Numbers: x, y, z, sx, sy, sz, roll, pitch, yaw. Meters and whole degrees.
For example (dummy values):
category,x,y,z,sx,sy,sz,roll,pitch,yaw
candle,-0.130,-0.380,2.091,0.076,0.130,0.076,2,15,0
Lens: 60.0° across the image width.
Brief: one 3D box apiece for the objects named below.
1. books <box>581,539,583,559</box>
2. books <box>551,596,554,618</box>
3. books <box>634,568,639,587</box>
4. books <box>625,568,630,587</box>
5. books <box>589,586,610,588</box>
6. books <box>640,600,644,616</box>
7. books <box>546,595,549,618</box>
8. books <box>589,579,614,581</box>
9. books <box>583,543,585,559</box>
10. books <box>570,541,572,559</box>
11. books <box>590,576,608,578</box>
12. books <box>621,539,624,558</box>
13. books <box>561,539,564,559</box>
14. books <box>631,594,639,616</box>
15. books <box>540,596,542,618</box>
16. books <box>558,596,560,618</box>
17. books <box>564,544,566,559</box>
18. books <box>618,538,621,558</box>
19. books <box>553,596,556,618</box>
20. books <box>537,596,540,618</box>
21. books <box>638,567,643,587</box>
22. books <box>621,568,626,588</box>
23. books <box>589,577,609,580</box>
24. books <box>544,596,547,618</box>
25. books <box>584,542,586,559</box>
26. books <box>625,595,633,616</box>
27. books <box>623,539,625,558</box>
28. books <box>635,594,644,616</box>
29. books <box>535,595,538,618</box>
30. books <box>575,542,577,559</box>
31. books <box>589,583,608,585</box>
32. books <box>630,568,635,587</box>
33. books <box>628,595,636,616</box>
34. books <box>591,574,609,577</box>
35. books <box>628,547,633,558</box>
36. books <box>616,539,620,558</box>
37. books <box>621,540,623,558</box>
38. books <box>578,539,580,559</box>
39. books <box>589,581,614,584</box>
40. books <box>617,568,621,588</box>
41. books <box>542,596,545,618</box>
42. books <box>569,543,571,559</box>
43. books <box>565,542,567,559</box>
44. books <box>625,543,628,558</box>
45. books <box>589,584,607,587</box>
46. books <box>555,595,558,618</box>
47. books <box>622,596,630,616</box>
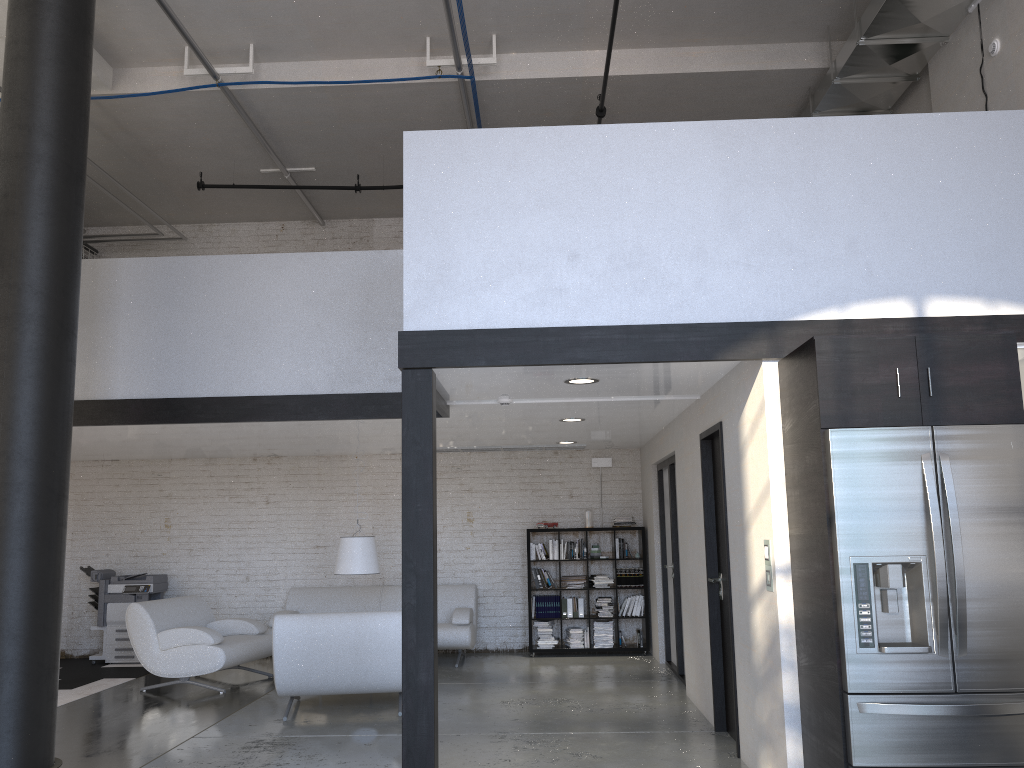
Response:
category,x,y,z,sx,sy,sz,roll,pitch,yaw
books,0.783,1.840,9.895,0.016,0.219,0.117,-1,-9,2
books,0.445,2.458,9.807,0.024,0.231,0.174,-1,-9,2
books,1.369,2.136,9.798,0.048,0.207,0.144,-1,-9,2
books,1.273,2.138,9.801,0.048,0.207,0.144,-1,-9,2
books,0.972,2.247,9.840,0.169,0.015,0.268,1,-10,-10
books,1.425,2.454,9.726,0.023,0.171,0.112,-1,-9,-3
books,0.396,2.460,9.814,0.024,0.231,0.174,-1,-9,2
books,0.977,2.174,9.842,0.233,0.011,0.290,1,-10,-10
books,0.804,1.863,9.885,0.008,0.170,0.107,-1,-9,2
books,0.662,1.853,9.890,0.019,0.196,0.120,-2,-9,7
books,0.968,2.146,9.865,0.155,0.016,0.244,0,-9,-5
books,1.228,1.826,9.851,0.012,0.213,0.136,-1,-9,2
books,0.564,1.839,9.861,0.016,0.219,0.117,-2,-9,7
books,1.357,2.439,9.778,0.086,0.221,0.160,-1,-9,2
books,0.322,2.462,9.812,0.024,0.231,0.174,-1,-9,2
books,0.519,2.456,9.803,0.024,0.231,0.174,-1,-9,2
books,0.589,1.863,9.865,0.023,0.171,0.112,-1,-9,2
books,1.197,1.825,9.864,0.021,0.219,0.134,-1,-9,2
books,0.470,2.458,9.806,0.024,0.231,0.174,-1,-9,2
books,0.298,2.462,9.813,0.024,0.231,0.174,-1,-9,2
books,1.418,2.137,9.815,0.048,0.207,0.144,-1,-9,2
books,1.225,2.137,9.789,0.048,0.207,0.144,-1,-9,2
books,0.962,2.159,9.849,0.169,0.015,0.268,1,-10,-10
books,0.372,2.461,9.815,0.024,0.231,0.174,-1,-9,2
books,0.812,1.854,9.892,0.008,0.189,0.106,-1,-9,2
books,1.284,2.443,9.772,0.097,0.215,0.141,-1,-9,2
books,1.239,1.825,9.842,0.012,0.213,0.136,-1,-9,2
books,1.397,2.437,9.770,0.097,0.224,0.162,-1,-9,2
books,0.273,2.464,9.821,0.024,0.231,0.174,-1,-9,2
books,0.715,1.853,9.873,0.008,0.189,0.106,-2,-9,7
books,0.959,2.216,9.845,0.161,0.019,0.254,1,-10,-10
books,1.320,2.132,9.774,0.050,0.207,0.146,-2,-9,3
books,1.314,2.441,9.769,0.104,0.218,0.160,-1,-9,2
books,0.977,2.132,9.867,0.149,0.011,0.236,1,-10,-10
books,1.303,1.857,9.794,0.054,0.120,0.079,-1,-9,2
books,1.165,1.823,9.829,0.039,0.214,0.131,-1,-9,2
books,1.214,1.833,9.861,0.015,0.202,0.129,-1,-9,2
books,0.744,1.837,9.872,0.016,0.219,0.117,-2,-9,7
books,0.986,2.199,9.841,0.215,0.013,0.292,0,-10,-9
books,1.177,2.140,9.805,0.048,0.207,0.144,-1,-9,2
books,0.347,2.461,9.811,0.024,0.231,0.174,-1,-9,2
books,0.645,1.859,9.881,0.014,0.181,0.116,-2,-9,7
books,0.598,1.853,9.864,0.025,0.192,0.112,-1,-9,2
books,1.261,1.841,9.811,0.031,0.171,0.104,-1,-9,2
books,0.956,2.232,9.838,0.169,0.015,0.268,0,-9,-5
books,0.495,2.458,9.812,0.024,0.231,0.174,-1,-9,2
books,1.257,2.450,9.776,0.093,0.202,0.149,-1,-9,2
